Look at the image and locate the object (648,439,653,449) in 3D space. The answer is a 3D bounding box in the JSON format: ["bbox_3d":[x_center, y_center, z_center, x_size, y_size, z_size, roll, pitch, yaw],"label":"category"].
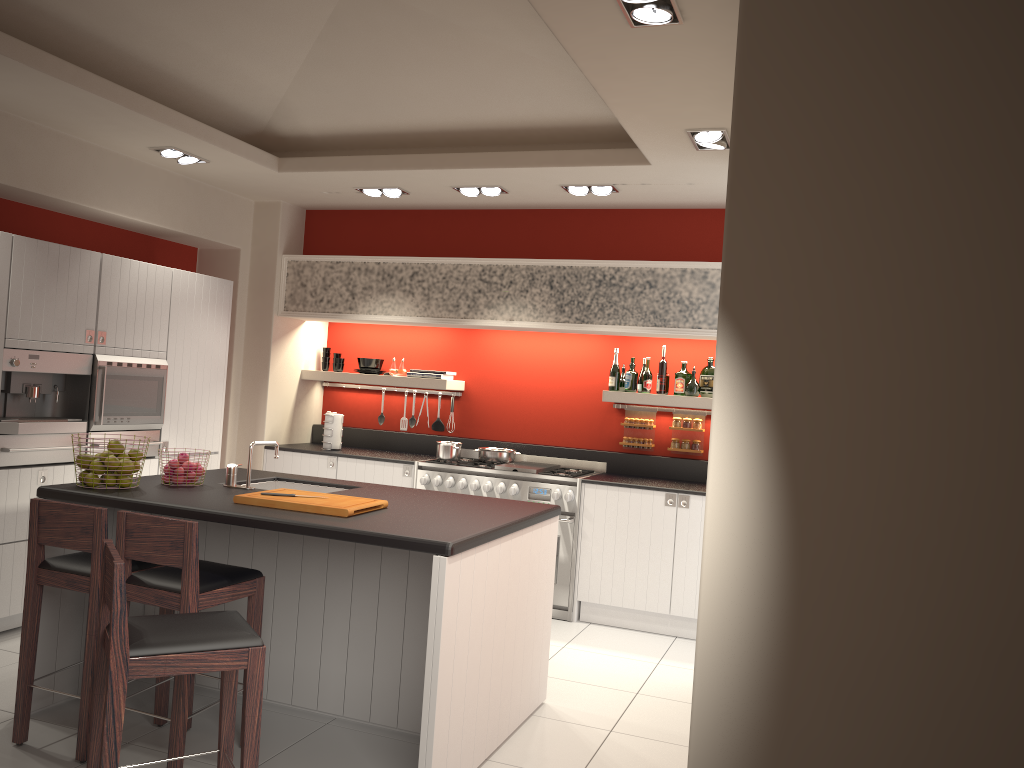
[{"bbox_3d":[1.068,0.463,6.857,0.034,0.078,0.034,4,-1,41],"label":"object"}]

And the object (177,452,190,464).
[{"bbox_3d":[-1.621,0.366,4.375,0.056,0.058,0.056,4,0,-25],"label":"object"}]

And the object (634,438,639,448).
[{"bbox_3d":[0.960,0.455,6.856,0.034,0.078,0.034,4,-1,41],"label":"object"}]

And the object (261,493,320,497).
[{"bbox_3d":[-0.974,0.500,3.987,0.302,0.010,0.035,4,0,-9],"label":"object"}]

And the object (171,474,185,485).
[{"bbox_3d":[-1.636,0.464,4.347,0.062,0.057,0.061,4,0,20],"label":"object"}]

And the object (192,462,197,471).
[{"bbox_3d":[-1.589,0.412,4.409,0.041,0.044,0.045,4,0,-10],"label":"object"}]

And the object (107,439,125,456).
[{"bbox_3d":[-1.854,0.296,4.151,0.078,0.080,0.078,4,0,20],"label":"object"}]

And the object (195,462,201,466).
[{"bbox_3d":[-1.592,0.419,4.461,0.056,0.050,0.055,4,0,-32],"label":"object"}]

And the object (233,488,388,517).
[{"bbox_3d":[-0.896,0.528,3.982,0.570,0.033,0.372,4,0,18],"label":"object"}]

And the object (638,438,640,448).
[{"bbox_3d":[0.994,0.457,6.884,0.034,0.078,0.034,4,-1,41],"label":"object"}]

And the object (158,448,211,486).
[{"bbox_3d":[-1.627,0.411,4.394,0.248,0.168,0.248,4,0,8],"label":"object"}]

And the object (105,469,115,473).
[{"bbox_3d":[-1.900,0.403,4.200,0.064,0.060,0.064,4,0,15],"label":"object"}]

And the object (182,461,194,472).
[{"bbox_3d":[-1.591,0.405,4.355,0.051,0.055,0.056,4,0,34],"label":"object"}]

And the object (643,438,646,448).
[{"bbox_3d":[1.031,0.460,6.871,0.034,0.078,0.034,4,-1,41],"label":"object"}]

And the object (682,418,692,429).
[{"bbox_3d":[1.333,0.302,6.750,0.068,0.088,0.068,4,-1,41],"label":"object"}]

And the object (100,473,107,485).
[{"bbox_3d":[-1.899,0.445,4.149,0.055,0.054,0.053,4,0,24],"label":"object"}]

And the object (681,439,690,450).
[{"bbox_3d":[1.322,0.462,6.748,0.068,0.088,0.068,4,-1,41],"label":"object"}]

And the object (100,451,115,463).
[{"bbox_3d":[-1.868,0.338,4.095,0.057,0.061,0.062,4,0,35],"label":"object"}]

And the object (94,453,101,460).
[{"bbox_3d":[-1.926,0.352,4.151,0.057,0.061,0.062,4,0,35],"label":"object"}]

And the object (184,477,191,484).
[{"bbox_3d":[-1.611,0.477,4.392,0.040,0.039,0.039,4,0,-21],"label":"object"}]

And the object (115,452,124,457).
[{"bbox_3d":[-1.870,0.347,4.202,0.078,0.076,0.071,4,0,-11],"label":"object"}]

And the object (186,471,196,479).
[{"bbox_3d":[-1.582,0.449,4.369,0.046,0.043,0.046,4,0,-30],"label":"object"}]

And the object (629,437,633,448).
[{"bbox_3d":[0.923,0.452,6.869,0.034,0.078,0.034,4,-1,41],"label":"object"}]

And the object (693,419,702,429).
[{"bbox_3d":[1.407,0.307,6.723,0.068,0.088,0.068,4,-1,41],"label":"object"}]

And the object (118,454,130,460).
[{"bbox_3d":[-1.815,0.351,4.144,0.056,0.054,0.057,4,0,-9],"label":"object"}]

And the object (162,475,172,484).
[{"bbox_3d":[-1.697,0.465,4.364,0.050,0.049,0.049,4,0,-14],"label":"object"}]

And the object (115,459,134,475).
[{"bbox_3d":[-1.792,0.385,4.103,0.082,0.082,0.082,4,0,-13],"label":"object"}]

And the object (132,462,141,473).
[{"bbox_3d":[-1.773,0.389,4.159,0.057,0.057,0.055,4,0,12],"label":"object"}]

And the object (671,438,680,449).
[{"bbox_3d":[1.249,0.457,6.775,0.068,0.088,0.068,4,-1,41],"label":"object"}]

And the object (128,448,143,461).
[{"bbox_3d":[-1.777,0.336,4.186,0.067,0.064,0.067,4,0,21],"label":"object"}]

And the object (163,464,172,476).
[{"bbox_3d":[-1.685,0.423,4.364,0.059,0.059,0.060,4,0,32],"label":"object"}]

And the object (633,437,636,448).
[{"bbox_3d":[0.956,0.455,6.898,0.034,0.078,0.034,4,-1,41],"label":"object"}]

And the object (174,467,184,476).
[{"bbox_3d":[-1.621,0.426,4.319,0.048,0.046,0.048,4,0,-21],"label":"object"}]

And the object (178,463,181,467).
[{"bbox_3d":[-1.649,0.401,4.357,0.041,0.039,0.041,4,0,36],"label":"object"}]

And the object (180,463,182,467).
[{"bbox_3d":[-1.646,0.395,4.410,0.041,0.044,0.045,4,0,-10],"label":"object"}]

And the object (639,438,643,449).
[{"bbox_3d":[0.996,0.457,6.842,0.034,0.078,0.034,4,-1,41],"label":"object"}]

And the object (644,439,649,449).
[{"bbox_3d":[1.033,0.460,6.829,0.034,0.078,0.034,4,-1,41],"label":"object"}]

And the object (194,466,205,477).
[{"bbox_3d":[-1.562,0.436,4.424,0.055,0.056,0.055,4,0,30],"label":"object"}]

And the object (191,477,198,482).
[{"bbox_3d":[-1.601,0.472,4.453,0.050,0.049,0.049,4,0,-14],"label":"object"}]

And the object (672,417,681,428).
[{"bbox_3d":[1.260,0.297,6.776,0.068,0.088,0.068,4,-1,41],"label":"object"}]

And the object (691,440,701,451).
[{"bbox_3d":[1.395,0.467,6.721,0.068,0.088,0.068,4,-1,41],"label":"object"}]

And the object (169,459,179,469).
[{"bbox_3d":[-1.645,0.389,4.316,0.048,0.046,0.048,4,0,-24],"label":"object"}]

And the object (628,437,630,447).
[{"bbox_3d":[0.920,0.452,6.911,0.034,0.078,0.034,4,-1,41],"label":"object"}]

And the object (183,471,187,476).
[{"bbox_3d":[-1.634,0.431,4.430,0.055,0.056,0.055,4,0,30],"label":"object"}]

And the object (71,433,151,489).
[{"bbox_3d":[-1.875,0.358,4.129,0.341,0.232,0.341,4,0,-37],"label":"object"}]

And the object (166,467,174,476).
[{"bbox_3d":[-1.666,0.426,4.325,0.041,0.041,0.040,4,0,-33],"label":"object"}]
